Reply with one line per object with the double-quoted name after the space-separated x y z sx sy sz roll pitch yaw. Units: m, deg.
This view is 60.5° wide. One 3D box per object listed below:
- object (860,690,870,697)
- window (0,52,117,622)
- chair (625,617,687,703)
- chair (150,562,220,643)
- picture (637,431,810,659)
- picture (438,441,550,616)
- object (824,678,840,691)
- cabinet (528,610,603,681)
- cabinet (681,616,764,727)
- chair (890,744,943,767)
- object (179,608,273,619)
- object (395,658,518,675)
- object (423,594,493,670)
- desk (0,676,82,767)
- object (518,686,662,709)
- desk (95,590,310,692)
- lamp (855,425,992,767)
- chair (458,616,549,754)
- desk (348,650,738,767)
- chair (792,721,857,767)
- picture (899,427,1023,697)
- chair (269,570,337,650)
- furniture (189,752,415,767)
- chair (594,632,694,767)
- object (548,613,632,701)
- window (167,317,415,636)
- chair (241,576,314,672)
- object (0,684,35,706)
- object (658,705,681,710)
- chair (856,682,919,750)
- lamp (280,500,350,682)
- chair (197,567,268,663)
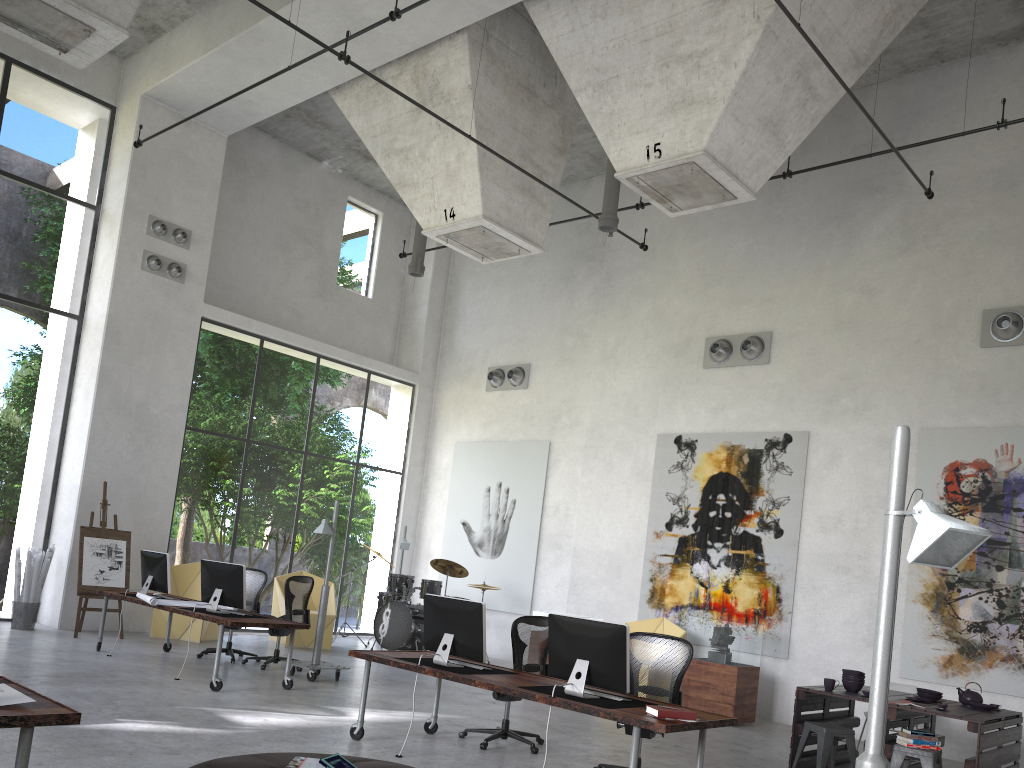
3.254 2.838 8.052 0.116 0.055 0.140 1 -12 28 "object"
-8.431 -1.055 10.848 0.067 7.753 6.061 3 -8 42 "window"
1.791 3.746 11.975 0.978 1.155 0.950 0 -10 41 "chair"
-4.760 3.199 13.048 0.979 1.155 0.949 7 -7 1 "chair"
2.893 2.169 12.335 2.352 2.983 0.021 0 -8 42 "picture"
-0.391 2.532 15.860 2.334 2.983 0.021 0 -8 42 "picture"
2.970 2.805 8.181 0.129 0.108 0.102 1 -10 34 "object"
0.770 3.884 12.874 0.734 1.001 0.755 0 -9 42 "cabinet"
2.631 3.593 11.038 0.742 1.240 0.603 1 -8 42 "cabinet"
3.344 3.258 7.279 0.419 0.483 0.445 1 -10 37 "chair"
-3.163 2.526 9.670 0.847 0.008 0.701 -1 -14 33 "object"
-0.461 2.330 7.248 0.849 0.008 0.700 -5 -16 43 "object"
-0.431 2.051 7.268 0.714 0.546 0.383 -2 -11 44 "object"
-3.286 1.432 2.926 0.973 0.714 3.186 -2 -14 41 "desk"
0.558 2.255 6.335 0.849 0.008 0.700 -5 -16 43 "object"
-3.679 2.914 10.096 3.129 0.714 0.991 -4 -14 42 "desk"
1.109 1.186 2.702 0.584 2.127 0.599 9 -5 -22 "lamp"
-0.023 2.646 7.903 0.789 1.170 0.785 4 -7 26 "chair"
0.041 2.637 6.729 3.129 0.714 0.991 -4 -14 42 "desk"
2.855 3.344 7.958 0.421 0.483 0.442 8 -8 -12 "chair"
5.637 1.970 9.876 2.215 2.983 0.021 0 -7 42 "picture"
-3.275 3.556 13.898 0.989 1.155 0.939 11 -8 -28 "chair"
-0.929 2.190 4.349 1.509 0.423 1.534 -4 -16 43 "furniture"
1.060 2.559 6.892 0.768 1.170 0.806 5 -7 11 "chair"
0.588 1.977 6.355 0.714 0.546 0.383 -2 -11 44 "object"
-3.667 1.876 15.216 0.020 4.831 4.640 3 -8 42 "window"
-2.927 2.984 11.102 0.791 1.170 0.783 6 -7 6 "chair"
-2.373 1.314 3.794 0.436 0.085 0.478 -5 -17 45 "object"
1.035 2.130 5.780 0.148 0.011 0.011 4 -8 11 "object"
4.149 3.683 9.567 0.691 0.809 0.787 3 -9 27 "chair"
-2.249 2.467 10.587 0.578 2.127 0.605 2 -7 42 "lamp"
-3.562 2.965 11.363 0.772 1.170 0.802 8 -7 -9 "chair"
